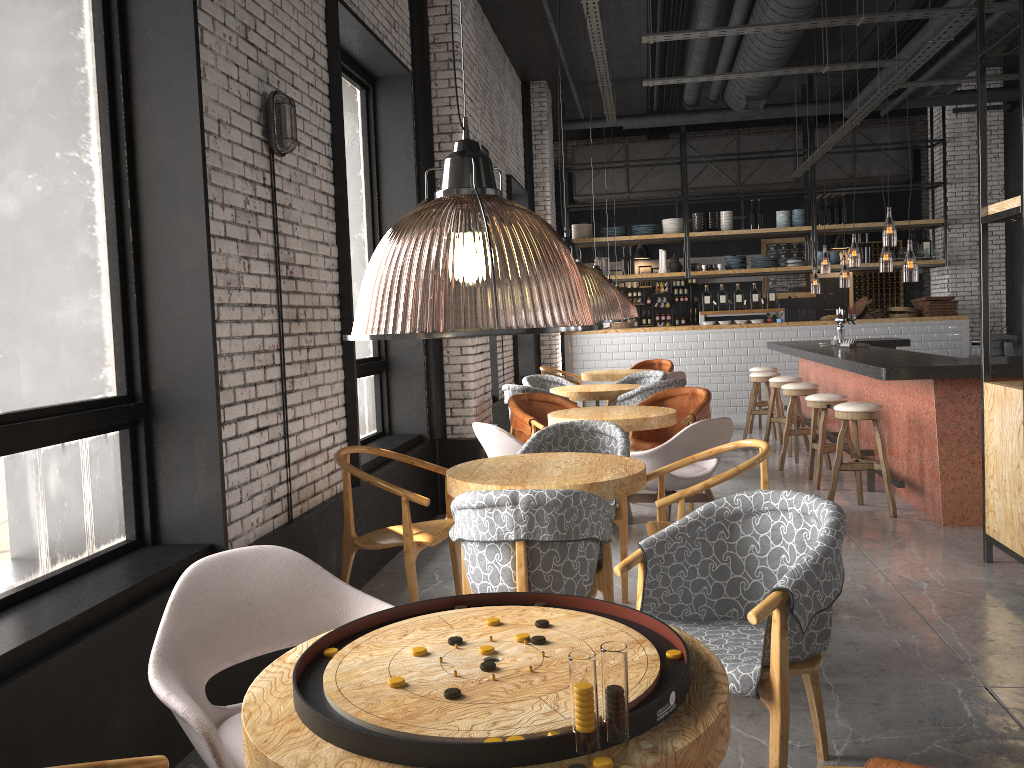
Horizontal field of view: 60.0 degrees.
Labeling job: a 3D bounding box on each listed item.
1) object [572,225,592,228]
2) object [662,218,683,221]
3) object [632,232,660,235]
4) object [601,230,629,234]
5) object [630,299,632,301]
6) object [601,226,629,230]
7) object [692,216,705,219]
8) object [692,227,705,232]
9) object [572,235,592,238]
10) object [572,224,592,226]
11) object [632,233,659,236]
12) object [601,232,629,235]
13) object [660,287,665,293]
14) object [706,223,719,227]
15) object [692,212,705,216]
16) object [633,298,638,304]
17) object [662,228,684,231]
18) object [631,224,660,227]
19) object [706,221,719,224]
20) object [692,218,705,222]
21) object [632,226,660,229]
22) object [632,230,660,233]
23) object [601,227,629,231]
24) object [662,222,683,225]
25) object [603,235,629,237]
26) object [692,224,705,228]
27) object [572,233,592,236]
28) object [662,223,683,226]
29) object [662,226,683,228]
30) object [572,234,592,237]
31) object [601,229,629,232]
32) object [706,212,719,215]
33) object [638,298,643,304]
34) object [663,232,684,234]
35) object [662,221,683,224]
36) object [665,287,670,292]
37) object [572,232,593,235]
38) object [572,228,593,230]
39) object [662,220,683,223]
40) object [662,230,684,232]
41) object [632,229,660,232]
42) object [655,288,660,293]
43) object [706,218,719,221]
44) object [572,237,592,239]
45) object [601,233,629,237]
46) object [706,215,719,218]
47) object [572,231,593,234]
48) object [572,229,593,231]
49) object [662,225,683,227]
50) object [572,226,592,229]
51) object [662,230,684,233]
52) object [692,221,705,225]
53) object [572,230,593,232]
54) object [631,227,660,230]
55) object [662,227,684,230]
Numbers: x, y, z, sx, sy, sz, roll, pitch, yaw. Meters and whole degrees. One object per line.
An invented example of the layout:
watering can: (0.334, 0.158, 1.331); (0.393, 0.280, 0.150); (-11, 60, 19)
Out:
object: (1.125, -2.516, 14.223); (0.335, 0.041, 0.335); (-2, 4, 5)
object: (2.536, -2.578, 14.004); (0.335, 0.039, 0.335); (-4, 4, -17)
object: (2.129, -2.377, 14.078); (0.454, 0.045, 0.454); (-4, 4, -16)
object: (1.644, -2.409, 14.150); (0.454, 0.038, 0.454); (-3, 4, -14)
object: (2.282, -1.600, 17.121); (0.092, 0.112, 0.100); (-3, 3, -5)
object: (1.640, -2.480, 14.144); (0.454, 0.050, 0.454); (-1, 4, 22)
object: (2.940, -2.592, 13.943); (0.196, 0.107, 0.197); (1, 5, 37)
object: (2.942, -2.414, 13.957); (0.196, 0.102, 0.197); (-1, 4, 21)
object: (1.132, -2.345, 14.232); (0.335, 0.042, 0.334); (-6, 6, -43)
object: (1.125, -2.535, 14.221); (0.334, 0.039, 0.335); (-2, 4, 0)
object: (2.129, -2.353, 14.079); (0.454, 0.033, 0.454); (-1, 4, 17)
object: (1.644, -2.386, 14.151); (0.454, 0.044, 0.454); (-2, 4, 4)
object: (2.888, -1.809, 17.017); (0.092, 0.112, 0.100); (-3, 3, -5)
object: (3.150, -2.465, 13.922); (0.196, 0.101, 0.197); (0, 4, 28)
object: (2.931, -2.636, 13.946); (0.196, 0.105, 0.197); (0, 4, 30)
object: (2.386, -1.602, 17.106); (0.089, 0.108, 0.107); (-4, 4, -31)
object: (2.542, -2.427, 14.011); (0.335, 0.040, 0.335); (-4, 5, -27)
object: (2.124, -2.494, 14.071); (0.454, 0.039, 0.454); (0, 5, 28)
object: (3.150, -2.509, 13.915); (0.196, 0.107, 0.196); (-4, 4, -20)
object: (2.937, -2.546, 13.949); (0.196, 0.100, 0.196); (-4, 4, -26)
object: (2.124, -2.471, 14.071); (0.454, 0.050, 0.454); (-4, 4, -16)
object: (2.126, -2.400, 14.076); (0.454, 0.042, 0.454); (-5, 5, -31)
object: (1.640, -2.456, 14.147); (0.454, 0.047, 0.454); (-2, 4, 6)
object: (2.538, -2.520, 14.007); (0.335, 0.041, 0.335); (-4, 4, -22)
object: (1.646, -2.338, 14.153); (0.454, 0.033, 0.454); (-1, 4, 17)
object: (2.939, -2.459, 13.955); (0.196, 0.104, 0.196); (-4, 4, -27)
object: (1.130, -2.384, 14.230); (0.335, 0.044, 0.335); (-4, 4, -25)
object: (2.539, -2.501, 14.007); (0.334, 0.042, 0.335); (-3, 4, -8)
object: (2.541, -2.466, 14.009); (0.335, 0.040, 0.335); (-5, 5, -36)
object: (1.131, -2.365, 14.230); (0.334, 0.039, 0.335); (-3, 4, -4)
object: (1.642, -2.433, 14.147); (0.454, 0.043, 0.454); (-1, 4, 14)
object: (3.143, -2.642, 13.914); (0.196, 0.102, 0.196); (-3, 4, -15)
object: (2.477, -1.604, 17.092); (0.092, 0.108, 0.105); (-1, 4, 20)
object: (2.545, -2.368, 14.014); (0.335, 0.033, 0.335); (-6, 6, -43)
object: (2.537, -2.540, 14.006); (0.335, 0.044, 0.335); (-4, 4, -21)
object: (2.983, -1.810, 17.004); (0.092, 0.108, 0.105); (-1, 4, 20)
object: (1.129, -2.403, 14.228); (0.335, 0.042, 0.335); (-5, 5, -31)
object: (1.127, -2.477, 14.224); (0.335, 0.034, 0.335); (-3, 4, -15)
object: (2.537, -2.559, 14.004); (0.335, 0.039, 0.335); (-4, 4, -16)
object: (2.544, -2.407, 14.012); (0.335, 0.037, 0.335); (-4, 4, -25)
object: (2.126, -2.423, 14.075); (0.454, 0.038, 0.454); (-2, 4, 10)
object: (2.791, -1.804, 17.033); (0.089, 0.108, 0.107); (-4, 4, -31)
object: (3.146, -2.553, 13.915); (0.196, 0.102, 0.197); (-1, 4, 19)
object: (1.133, -2.325, 14.232); (0.335, 0.033, 0.335); (-6, 6, -43)
object: (1.645, -2.362, 14.152); (0.454, 0.043, 0.454); (-2, 4, 11)
object: (3.144, -2.597, 13.913); (0.196, 0.102, 0.197); (-2, 4, 2)
object: (1.128, -2.423, 14.227); (0.334, 0.038, 0.335); (0, 5, 34)
object: (1.128, -2.458, 14.225); (0.334, 0.038, 0.335); (0, 5, 29)
object: (2.540, -2.481, 14.009); (0.334, 0.039, 0.335); (-1, 4, 17)
object: (1.125, -2.496, 14.223); (0.334, 0.040, 0.335); (-2, 4, -1)
object: (2.544, -2.389, 14.014); (0.335, 0.045, 0.335); (-3, 4, -10)
object: (2.939, -2.503, 13.952); (0.196, 0.102, 0.197); (1, 5, 38)
object: (1.127, -2.439, 14.227); (0.335, 0.043, 0.334); (-6, 5, -42)
object: (2.125, -2.447, 14.074); (0.454, 0.037, 0.454); (-5, 5, -37)
object: (2.542, -2.446, 14.011); (0.335, 0.039, 0.335); (-4, 4, -25)
